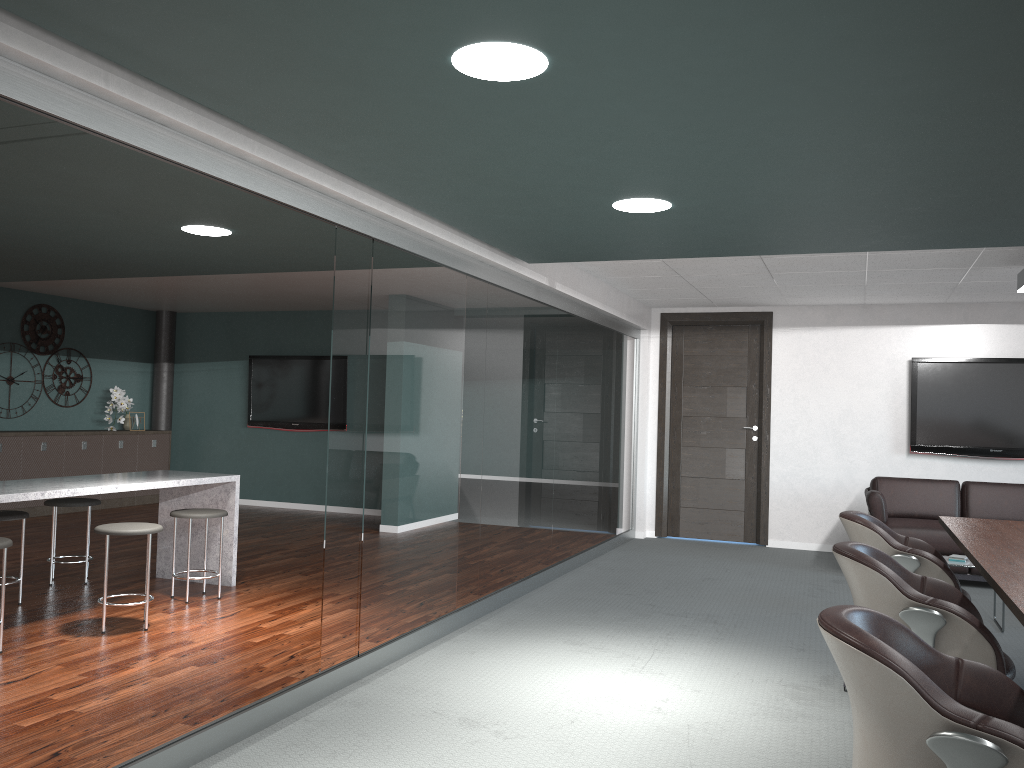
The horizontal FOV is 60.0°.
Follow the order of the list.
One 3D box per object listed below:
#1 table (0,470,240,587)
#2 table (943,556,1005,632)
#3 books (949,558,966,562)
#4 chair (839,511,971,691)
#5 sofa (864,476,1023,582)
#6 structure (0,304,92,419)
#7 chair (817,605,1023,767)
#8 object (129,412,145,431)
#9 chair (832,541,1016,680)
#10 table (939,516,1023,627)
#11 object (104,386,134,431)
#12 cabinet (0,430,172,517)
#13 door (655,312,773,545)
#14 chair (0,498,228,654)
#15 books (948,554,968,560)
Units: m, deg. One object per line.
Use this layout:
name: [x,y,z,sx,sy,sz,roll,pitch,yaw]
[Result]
table: [-2.852,0.827,3.602,0.609,0.699,4.577,1,-2,21]
table: [3.243,1.236,5.247,1.477,0.359,0.926,1,-2,21]
books: [2.618,1.031,5.213,0.090,0.011,0.118,1,-2,28]
chair: [1.649,0.936,3.741,0.518,0.761,0.535,1,-2,27]
sofa: [4.152,1.091,5.585,1.976,0.728,4.057,3,-2,-26]
structure: [-4.898,-0.243,8.850,0.017,1.178,1.791,1,-2,21]
chair: [0.855,0.845,1.707,0.518,0.761,0.535,1,-2,27]
object: [-4.189,0.417,9.909,0.042,0.207,0.174,0,-2,41]
chair: [1.252,0.890,2.702,0.523,0.761,0.533,2,-2,3]
table: [1.490,0.868,0.940,1.374,0.706,6.694,1,-2,21]
object: [-4.321,0.267,9.775,0.221,0.495,0.600,2,-2,-5]
cabinet: [-6.368,0.693,4.606,0.402,0.820,12.287,1,-2,21]
door: [1.898,0.396,8.333,1.038,2.130,0.139,1,-2,21]
chair: [-2.899,0.922,3.648,1.479,0.512,4.029,1,-2,21]
books: [2.637,1.022,5.233,0.090,0.011,0.118,0,-2,40]
